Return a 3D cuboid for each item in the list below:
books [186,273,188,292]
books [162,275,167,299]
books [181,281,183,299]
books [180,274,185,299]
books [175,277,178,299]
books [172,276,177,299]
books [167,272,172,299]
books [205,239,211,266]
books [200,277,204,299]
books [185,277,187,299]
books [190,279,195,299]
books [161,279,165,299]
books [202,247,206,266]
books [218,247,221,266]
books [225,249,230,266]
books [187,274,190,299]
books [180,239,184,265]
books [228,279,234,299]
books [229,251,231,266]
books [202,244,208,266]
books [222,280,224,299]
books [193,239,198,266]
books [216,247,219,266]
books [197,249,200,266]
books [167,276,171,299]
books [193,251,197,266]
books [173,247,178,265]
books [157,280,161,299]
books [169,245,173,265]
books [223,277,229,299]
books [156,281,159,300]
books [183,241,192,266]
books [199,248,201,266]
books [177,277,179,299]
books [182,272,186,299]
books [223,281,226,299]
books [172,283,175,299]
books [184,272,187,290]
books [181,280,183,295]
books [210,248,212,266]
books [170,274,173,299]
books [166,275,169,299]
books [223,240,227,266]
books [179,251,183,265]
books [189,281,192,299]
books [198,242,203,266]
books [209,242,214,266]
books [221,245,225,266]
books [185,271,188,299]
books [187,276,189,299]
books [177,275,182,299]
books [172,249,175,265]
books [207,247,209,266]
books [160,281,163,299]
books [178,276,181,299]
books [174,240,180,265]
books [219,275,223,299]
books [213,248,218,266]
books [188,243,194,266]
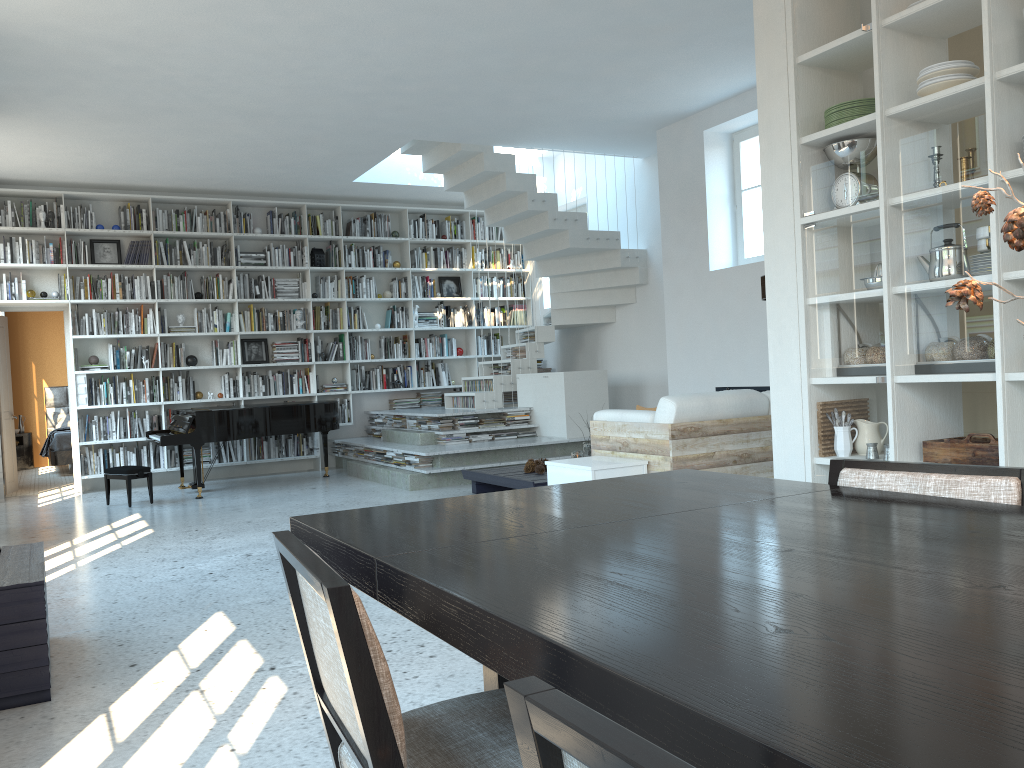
[{"bbox_3d":[-3.621,-1.075,9.862,0.005,0.305,0.162,-4,1,-28],"label":"books"},{"bbox_3d":[-3.818,-1.050,9.747,0.026,0.279,0.151,-4,1,-28],"label":"books"},{"bbox_3d":[-3.668,-1.023,9.815,0.011,0.209,0.181,-4,1,-28],"label":"books"},{"bbox_3d":[-3.653,-1.066,9.829,0.011,0.291,0.176,-4,1,-28],"label":"books"},{"bbox_3d":[-3.712,-1.042,9.784,0.012,0.251,0.184,-4,1,-28],"label":"books"},{"bbox_3d":[-3.720,-1.047,9.778,0.009,0.263,0.189,-4,1,-28],"label":"books"},{"bbox_3d":[-3.777,-1.072,9.780,0.011,0.317,0.154,-4,1,-28],"label":"books"},{"bbox_3d":[-3.412,-1.458,9.957,0.011,0.313,0.183,-4,1,-28],"label":"books"},{"bbox_3d":[-3.473,-1.059,9.945,0.005,0.254,0.161,-4,1,-28],"label":"books"},{"bbox_3d":[-3.632,-1.052,9.846,0.010,0.262,0.158,-4,1,-28],"label":"books"},{"bbox_3d":[-3.568,-1.041,9.886,0.031,0.232,0.147,-4,1,-28],"label":"books"},{"bbox_3d":[-3.837,-1.029,9.745,0.012,0.240,0.134,-4,1,-28],"label":"books"},{"bbox_3d":[-3.458,-1.411,9.927,0.021,0.226,0.191,-4,1,-28],"label":"books"},{"bbox_3d":[-3.319,-1.425,10.031,0.024,0.237,0.153,-4,1,-28],"label":"books"},{"bbox_3d":[-3.234,-1.417,10.082,0.028,0.212,0.134,-4,1,-28],"label":"books"},{"bbox_3d":[-3.600,-1.066,9.849,0.011,0.287,0.189,-4,1,-28],"label":"books"},{"bbox_3d":[-3.667,-1.444,9.849,0.013,0.315,0.135,-4,1,-28],"label":"books"},{"bbox_3d":[-3.195,-1.064,10.052,0.064,0.237,0.208,-4,1,-28],"label":"books"},{"bbox_3d":[-3.216,-1.410,10.099,0.019,0.194,0.098,-4,1,-28],"label":"books"},{"bbox_3d":[-3.446,-1.430,9.954,0.028,0.261,0.135,-4,1,-28],"label":"books"},{"bbox_3d":[-3.283,-1.056,10.040,0.011,0.229,0.165,-4,1,-28],"label":"books"},{"bbox_3d":[-3.533,-1.448,9.900,0.012,0.308,0.145,-4,1,-28],"label":"books"},{"bbox_3d":[-3.332,-1.417,10.007,0.022,0.222,0.161,-4,1,-28],"label":"books"},{"bbox_3d":[-3.527,-1.401,9.933,0.024,0.212,0.128,-4,1,-28],"label":"books"},{"bbox_3d":[-3.785,-1.043,9.762,0.024,0.262,0.177,-4,1,-28],"label":"books"},{"bbox_3d":[-3.547,-1.383,9.893,0.028,0.180,0.168,-4,1,-28],"label":"books"},{"bbox_3d":[-3.725,-1.393,9.798,0.029,0.219,0.157,-4,1,-28],"label":"books"},{"bbox_3d":[-3.883,-1.019,9.736,0.029,0.225,0.136,-4,1,-28],"label":"books"},{"bbox_3d":[-3.769,-1.401,9.766,0.031,0.242,0.181,-4,1,-28],"label":"books"},{"bbox_3d":[-3.244,-1.072,10.051,0.022,0.257,0.155,-4,1,-28],"label":"books"},{"bbox_3d":[-3.890,-1.010,9.705,0.015,0.208,0.186,-4,1,-28],"label":"books"},{"bbox_3d":[-3.615,-1.432,9.847,0.075,0.285,0.178,-4,1,-28],"label":"books"},{"bbox_3d":[-3.499,-1.400,9.917,0.010,0.208,0.173,-4,1,-28],"label":"books"},{"bbox_3d":[-3.704,-1.045,9.815,0.011,0.256,0.152,-4,1,-28],"label":"books"},{"bbox_3d":[-3.643,-1.081,9.849,0.004,0.321,0.153,-4,1,-28],"label":"books"},{"bbox_3d":[-3.267,-1.050,10.049,0.024,0.216,0.142,-4,1,-28],"label":"books"},{"bbox_3d":[-3.746,-1.008,9.792,0.029,0.187,0.149,-4,1,-28],"label":"books"},{"bbox_3d":[-3.633,-1.079,9.861,0.005,0.316,0.157,-4,1,-28],"label":"books"},{"bbox_3d":[-3.670,-1.032,9.842,0.011,0.226,0.129,-4,1,-28],"label":"books"},{"bbox_3d":[-3.404,-1.409,9.985,0.024,0.213,0.150,-4,1,-28],"label":"books"},{"bbox_3d":[-3.757,-1.056,9.767,0.010,0.283,0.184,-4,1,-28],"label":"books"},{"bbox_3d":[-3.800,-1.050,9.752,0.012,0.276,0.157,-4,1,-28],"label":"books"},{"bbox_3d":[-3.263,-1.461,10.039,0.058,0.302,0.175,-4,1,-28],"label":"books"},{"bbox_3d":[-3.680,-1.376,9.832,0.034,0.180,0.160,-4,1,-28],"label":"books"},{"bbox_3d":[-3.594,-1.032,9.884,0.012,0.218,0.151,-4,1,-28],"label":"books"},{"bbox_3d":[-3.492,-1.440,9.936,0.026,0.286,0.137,-4,1,-28],"label":"books"},{"bbox_3d":[-3.387,-1.448,9.997,0.022,0.290,0.146,-4,1,-28],"label":"books"},{"bbox_3d":[-3.276,-1.441,10.032,0.055,0.264,0.167,-4,1,-28],"label":"books"},{"bbox_3d":[-3.627,-1.087,9.860,0.005,0.331,0.161,-4,1,-28],"label":"books"},{"bbox_3d":[-3.615,-1.064,9.862,0.004,0.284,0.166,-4,1,-28],"label":"books"},{"bbox_3d":[-3.682,-1.058,9.815,0.011,0.279,0.169,-4,1,-28],"label":"books"},{"bbox_3d":[-3.751,-1.382,9.792,0.024,0.201,0.153,-4,1,-28],"label":"books"},{"bbox_3d":[-3.425,-1.416,9.961,0.013,0.231,0.141,-4,1,-28],"label":"books"},{"bbox_3d":[-3.858,-1.018,9.748,0.024,0.219,0.140,-4,1,-28],"label":"books"},{"bbox_3d":[-3.688,-1.048,9.805,0.009,0.261,0.180,-4,1,-28],"label":"books"},{"bbox_3d":[-3.704,-1.431,9.809,0.023,0.293,0.155,-4,1,-28],"label":"books"},{"bbox_3d":[-3.303,-1.082,10.018,0.022,0.285,0.190,-4,1,-28],"label":"books"},{"bbox_3d":[-3.352,-1.413,9.992,0.030,0.218,0.182,-4,1,-28],"label":"books"},{"bbox_3d":[-3.577,-1.424,9.885,0.027,0.265,0.168,-4,1,-28],"label":"books"}]
